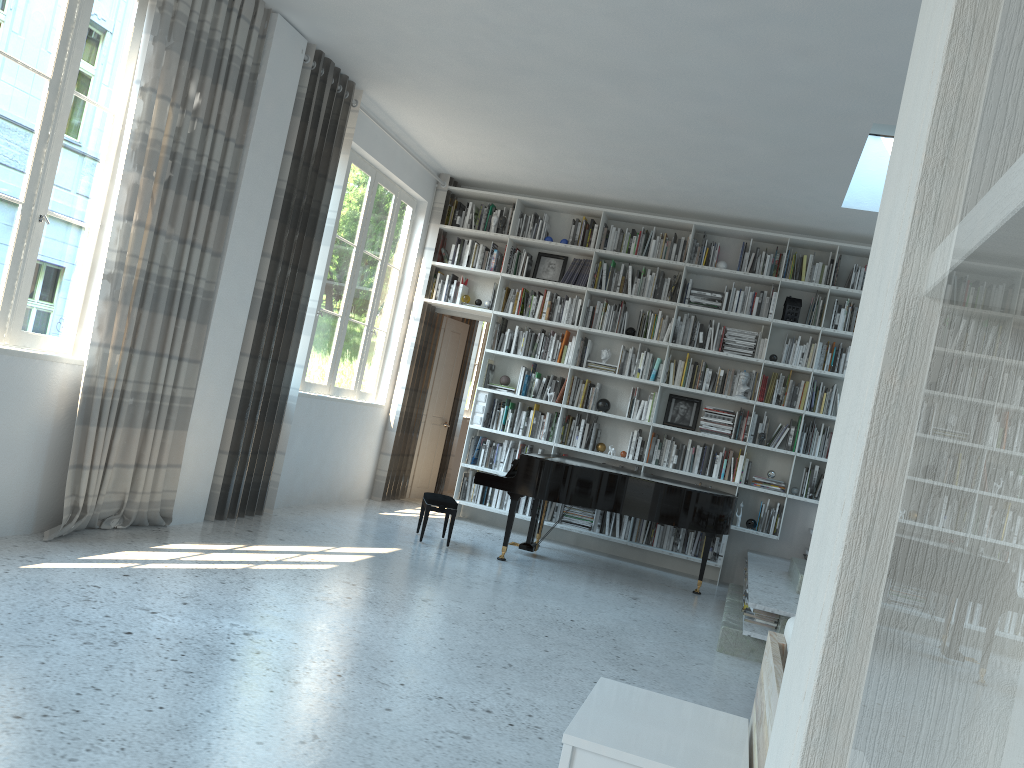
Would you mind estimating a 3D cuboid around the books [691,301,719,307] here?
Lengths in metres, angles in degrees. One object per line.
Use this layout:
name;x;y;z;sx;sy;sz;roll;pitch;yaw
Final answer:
books;1.768;-0.723;8.116;0.254;0.012;0.161;12;-2;12

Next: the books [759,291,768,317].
books;2.261;-0.700;7.986;0.029;0.261;0.133;12;-1;15

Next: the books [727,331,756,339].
books;2.075;-0.436;8.017;0.254;0.012;0.161;11;-2;17

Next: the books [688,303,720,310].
books;1.763;-0.699;8.115;0.285;0.012;0.159;11;-2;18

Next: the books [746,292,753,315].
books;2.139;-0.705;8.001;0.023;0.223;0.191;12;-1;15

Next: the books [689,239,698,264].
books;1.669;-1.191;8.162;0.026;0.253;0.185;12;-1;15

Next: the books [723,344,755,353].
books;2.049;-0.316;8.013;0.285;0.012;0.159;12;-2;12

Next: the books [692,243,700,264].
books;1.694;-1.172;8.174;0.023;0.228;0.157;12;-1;15

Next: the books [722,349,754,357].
books;2.043;-0.280;8.017;0.285;0.012;0.159;11;-2;16

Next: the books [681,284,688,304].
books;1.588;-0.807;8.156;0.027;0.201;0.167;12;-1;15

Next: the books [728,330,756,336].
books;2.078;-0.448;8.021;0.254;0.012;0.161;12;-2;15

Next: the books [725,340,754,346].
books;2.060;-0.363;8.018;0.254;0.012;0.161;11;-2;16

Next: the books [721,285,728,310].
books;1.929;-0.764;8.071;0.012;0.254;0.161;12;-1;15

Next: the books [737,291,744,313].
books;2.068;-0.717;8.031;0.028;0.219;0.183;12;-1;15

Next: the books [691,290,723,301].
books;1.789;-0.811;8.119;0.285;0.024;0.159;11;-2;17

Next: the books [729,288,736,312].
books;2.000;-0.741;8.050;0.021;0.237;0.171;12;-1;15

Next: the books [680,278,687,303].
books;1.580;-0.834;8.180;0.012;0.254;0.161;12;-1;15

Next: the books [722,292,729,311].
books;1.938;-0.728;8.061;0.025;0.187;0.193;12;-1;15

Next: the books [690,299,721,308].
books;1.770;-0.734;8.116;0.285;0.012;0.159;12;-2;12

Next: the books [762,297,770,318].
books;2.278;-0.666;7.965;0.029;0.202;0.191;12;-1;15

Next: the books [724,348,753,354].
books;2.046;-0.292;8.019;0.254;0.012;0.161;12;-2;15

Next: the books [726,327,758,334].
books;2.082;-0.472;8.018;0.285;0.012;0.159;11;-2;17

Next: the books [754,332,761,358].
books;2.204;-0.334;7.961;0.012;0.254;0.161;12;-1;15

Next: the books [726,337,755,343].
books;2.064;-0.387;8.014;0.254;0.012;0.161;12;-2;12

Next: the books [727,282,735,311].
books;1.985;-0.768;8.039;0.011;0.284;0.190;12;-1;15

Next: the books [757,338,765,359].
books;2.233;-0.299;7.964;0.029;0.198;0.172;12;-1;15

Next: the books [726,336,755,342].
books;2.067;-0.399;8.016;0.254;0.012;0.161;11;-2;17

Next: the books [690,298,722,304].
books;1.773;-0.746;8.119;0.285;0.012;0.159;12;-2;13

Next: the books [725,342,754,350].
books;2.055;-0.340;8.015;0.254;0.012;0.161;12;-2;13

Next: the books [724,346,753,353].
books;2.048;-0.304;8.017;0.254;0.012;0.161;12;-2;14

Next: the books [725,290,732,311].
books;1.973;-0.738;8.083;0.024;0.223;0.128;12;-1;15

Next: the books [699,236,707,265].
books;1.753;-1.195;8.155;0.010;0.296;0.153;12;-1;15

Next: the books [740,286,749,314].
books;2.106;-0.737;8.043;0.029;0.273;0.140;12;-1;15

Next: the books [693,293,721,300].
books;1.782;-0.787;8.115;0.254;0.025;0.161;12;-2;11

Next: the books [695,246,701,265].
books;1.710;-1.152;8.155;0.026;0.194;0.166;12;-1;15

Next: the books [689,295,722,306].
books;1.777;-0.763;8.112;0.285;0.024;0.159;11;-2;20

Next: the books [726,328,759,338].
books;2.078;-0.461;8.010;0.285;0.012;0.159;12;-2;10

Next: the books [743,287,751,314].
books;2.124;-0.732;8.016;0.023;0.269;0.185;12;-1;15

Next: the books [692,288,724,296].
books;1.795;-0.834;8.124;0.285;0.024;0.159;12;-2;15

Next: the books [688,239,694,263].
books;1.656;-1.194;8.186;0.012;0.254;0.161;12;-1;15

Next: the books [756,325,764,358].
books;2.226;-0.362;7.973;0.012;0.319;0.140;12;-1;15

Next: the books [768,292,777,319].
books;2.320;-0.677;7.897;0.037;0.237;0.272;12;-1;15

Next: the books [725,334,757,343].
books;2.070;-0.411;8.019;0.285;0.012;0.159;12;-2;14

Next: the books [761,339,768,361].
books;2.263;-0.296;7.962;0.030;0.205;0.158;12;-1;15

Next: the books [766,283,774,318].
books;2.314;-0.726;7.969;0.012;0.334;0.156;12;-1;15

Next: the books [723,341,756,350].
books;2.058;-0.351;8.018;0.285;0.012;0.159;11;-2;16

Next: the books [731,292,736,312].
books;2.014;-0.720;8.057;0.011;0.204;0.133;12;-1;15

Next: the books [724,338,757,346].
books;2.061;-0.375;8.014;0.285;0.012;0.159;11;-2;18

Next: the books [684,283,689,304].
books;1.611;-0.810;8.163;0.013;0.218;0.141;12;-1;15

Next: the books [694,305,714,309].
books;1.760;-0.687;8.113;0.254;0.012;0.161;11;-2;19

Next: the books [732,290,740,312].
books;2.029;-0.724;8.038;0.027;0.216;0.190;12;-1;15

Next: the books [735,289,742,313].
books;2.054;-0.733;8.045;0.012;0.244;0.131;12;-1;15

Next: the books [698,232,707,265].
books;1.748;-1.219;8.164;0.014;0.341;0.145;12;-1;15

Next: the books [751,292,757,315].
books;2.178;-0.701;7.997;0.012;0.230;0.158;12;-1;15

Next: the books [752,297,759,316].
books;2.192;-0.677;7.987;0.028;0.188;0.176;12;-1;15

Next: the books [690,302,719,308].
books;1.764;-0.711;8.112;0.254;0.012;0.161;11;-2;20

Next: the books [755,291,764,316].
books;2.227;-0.700;7.979;0.032;0.248;0.173;12;-1;15

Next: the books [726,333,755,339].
books;2.071;-0.423;8.010;0.254;0.012;0.161;11;-2;20

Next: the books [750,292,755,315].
books;2.169;-0.703;8.006;0.010;0.230;0.152;12;-1;15
